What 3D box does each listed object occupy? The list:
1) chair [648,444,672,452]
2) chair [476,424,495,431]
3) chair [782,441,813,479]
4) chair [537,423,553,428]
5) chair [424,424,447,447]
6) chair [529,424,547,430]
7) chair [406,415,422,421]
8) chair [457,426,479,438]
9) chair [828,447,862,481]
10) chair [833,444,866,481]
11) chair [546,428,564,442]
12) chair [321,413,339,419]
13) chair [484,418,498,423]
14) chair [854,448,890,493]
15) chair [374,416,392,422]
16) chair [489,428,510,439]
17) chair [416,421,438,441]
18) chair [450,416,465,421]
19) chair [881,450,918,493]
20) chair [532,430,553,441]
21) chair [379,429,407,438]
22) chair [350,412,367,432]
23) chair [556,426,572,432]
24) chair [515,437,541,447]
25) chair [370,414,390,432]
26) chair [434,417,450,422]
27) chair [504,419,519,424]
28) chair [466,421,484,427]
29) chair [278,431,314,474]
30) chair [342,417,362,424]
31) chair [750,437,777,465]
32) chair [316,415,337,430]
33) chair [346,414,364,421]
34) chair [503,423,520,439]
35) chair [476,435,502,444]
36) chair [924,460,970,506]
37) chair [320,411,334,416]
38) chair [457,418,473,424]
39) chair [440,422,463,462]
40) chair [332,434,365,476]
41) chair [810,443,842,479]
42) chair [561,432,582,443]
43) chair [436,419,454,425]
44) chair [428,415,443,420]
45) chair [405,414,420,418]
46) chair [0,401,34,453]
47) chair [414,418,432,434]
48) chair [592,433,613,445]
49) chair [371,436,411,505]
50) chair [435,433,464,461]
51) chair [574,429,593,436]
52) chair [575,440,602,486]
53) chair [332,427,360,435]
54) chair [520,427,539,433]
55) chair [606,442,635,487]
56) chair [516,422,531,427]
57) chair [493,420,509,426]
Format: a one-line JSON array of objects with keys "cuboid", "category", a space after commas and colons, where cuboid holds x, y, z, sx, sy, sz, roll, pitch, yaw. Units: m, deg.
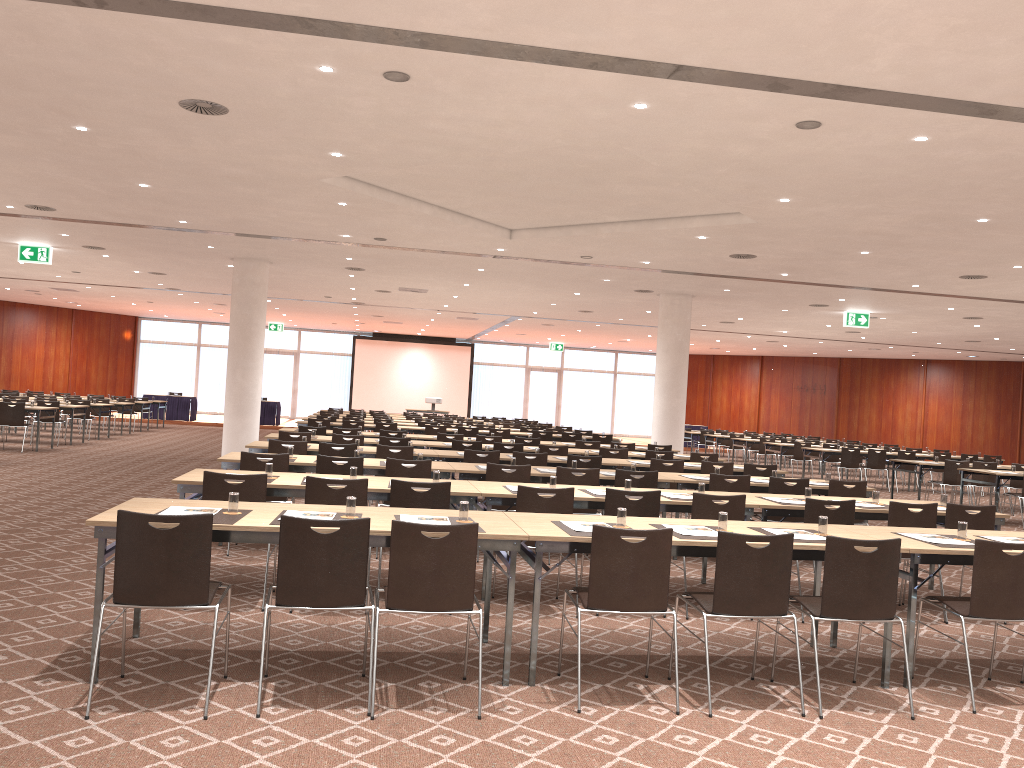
[{"cuboid": [2.448, 1.493, 15.192, 0.536, 0.939, 0.613, 4, 0, -12], "category": "chair"}, {"cuboid": [-0.651, 1.389, 20.331, 0.536, 0.939, 0.613, 4, 0, -12], "category": "chair"}, {"cuboid": [6.985, 1.867, 21.615, 0.536, 0.939, 0.614, 3, 0, -8], "category": "chair"}, {"cuboid": [0.852, 1.546, 24.557, 0.536, 0.939, 0.614, 3, 0, -8], "category": "chair"}, {"cuboid": [-1.588, 1.298, 18.106, 0.536, 0.939, 0.614, 3, 0, -9], "category": "chair"}, {"cuboid": [0.613, 1.499, 22.490, 0.536, 0.939, 0.614, 3, 0, -7], "category": "chair"}, {"cuboid": [-2.672, 1.326, 23.972, 0.536, 0.939, 0.614, 3, 0, -8], "category": "chair"}, {"cuboid": [-0.945, 1.339, 18.255, 0.536, 0.939, 0.613, 4, 0, -10], "category": "chair"}, {"cuboid": [7.348, 1.855, 19.505, 0.536, 0.939, 0.614, 3, 0, -7], "category": "chair"}, {"cuboid": [8.322, 1.949, 21.776, 0.536, 0.939, 0.613, 4, 0, -10], "category": "chair"}, {"cuboid": [0.936, 1.488, 20.551, 0.536, 0.939, 0.613, 4, 0, -10], "category": "chair"}, {"cuboid": [-4.482, 1.182, 21.723, 0.536, 0.939, 0.613, 4, 0, -12], "category": "chair"}, {"cuboid": [-0.664, 1.485, 26.411, 0.536, 0.939, 0.614, 3, 0, -8], "category": "chair"}, {"cuboid": [8.002, 1.897, 19.696, 0.536, 0.939, 0.614, 3, 0, -8], "category": "chair"}, {"cuboid": [-3.209, 1.260, 21.856, 0.536, 0.939, 0.613, 4, 0, -12], "category": "chair"}, {"cuboid": [-0.297, 1.378, 18.284, 0.536, 0.939, 0.614, 3, 0, -8], "category": "chair"}, {"cuboid": [-1.941, 1.307, 20.039, 0.536, 0.939, 0.613, 4, 0, -9], "category": "chair"}, {"cuboid": [-1.647, 1.422, 26.170, 0.536, 0.939, 0.614, 3, 0, -7], "category": "chair"}, {"cuboid": [8.660, 1.937, 19.723, 0.536, 0.939, 0.614, 4, 0, -10], "category": "chair"}, {"cuboid": [0.574, 1.433, 18.464, 0.536, 0.939, 0.614, 4, 0, -11], "category": "chair"}, {"cuboid": [-1.976, 1.218, 14.536, 0.536, 0.939, 0.614, 3, 0, -8], "category": "chair"}, {"cuboid": [-4.159, 1.234, 23.804, 0.536, 0.939, 0.614, 4, 0, -10], "category": "chair"}, {"cuboid": [1.264, 1.540, 22.633, 0.536, 0.939, 0.613, 4, 0, -10], "category": "chair"}, {"cuboid": [0.202, 1.354, 14.897, 0.536, 0.939, 0.613, 4, 0, -12], "category": "chair"}, {"cuboid": [-3.540, 1.272, 23.864, 0.536, 0.939, 0.614, 3, 0, -7], "category": "chair"}, {"cuboid": [-1.954, 1.371, 24.127, 0.536, 0.939, 0.614, 4, 0, -11], "category": "chair"}, {"cuboid": [-0.061, 1.521, 26.433, 0.536, 0.939, 0.614, 3, 0, -9], "category": "chair"}, {"cuboid": [-0.972, 1.400, 22.227, 0.536, 0.939, 0.613, 4, 0, -10], "category": "chair"}, {"cuboid": [-3.032, 1.120, 12.334, 0.536, 0.939, 0.614, 4, 0, -9], "category": "chair"}, {"cuboid": [-3.576, 1.205, 19.768, 0.536, 0.939, 0.614, 3, 0, -7], "category": "chair"}, {"cuboid": [6.703, 1.881, 23.595, 0.536, 0.939, 0.614, 4, 0, -10], "category": "chair"}, {"cuboid": [-4.139, 1.171, 19.710, 0.536, 0.939, 0.614, 3, 0, -9], "category": "chair"}, {"cuboid": [-3.866, 1.220, 21.782, 0.536, 0.939, 0.614, 3, 0, -6], "category": "chair"}, {"cuboid": [-0.055, 1.459, 22.457, 0.536, 0.939, 0.614, 3, 0, -8], "category": "chair"}, {"cuboid": [-0.428, 1.314, 14.750, 0.536, 0.939, 0.614, 4, 0, -10], "category": "chair"}, {"cuboid": [7.907, 1.834, 16.058, 0.536, 0.939, 0.614, 3, 0, -9], "category": "chair"}, {"cuboid": [-4.904, 1.186, 23.602, 0.536, 0.939, 0.614, 3, 0, -8], "category": "chair"}, {"cuboid": [-1.338, 1.411, 24.272, 0.536, 0.939, 0.613, 4, 0, -12], "category": "chair"}, {"cuboid": [-1.380, 1.343, 20.167, 0.536, 0.939, 0.613, 4, 0, -10], "category": "chair"}, {"cuboid": [-2.320, 1.164, 12.409, 0.536, 0.939, 0.613, 4, 0, -11], "category": "chair"}, {"cuboid": [7.676, 1.908, 21.587, 0.536, 0.939, 0.614, 3, 0, -8], "category": "chair"}, {"cuboid": [1.185, 1.471, 18.530, 0.536, 0.939, 0.613, 4, 0, -11], "category": "chair"}, {"cuboid": [-1.720, 1.355, 22.181, 0.536, 0.939, 0.614, 3, 0, -9], "category": "chair"}, {"cuboid": [-2.292, 1.382, 26.098, 0.535, 0.939, 0.614, 3, 0, -7], "category": "chair"}, {"cuboid": [-2.937, 1.343, 26.034, 0.536, 0.939, 0.614, 3, 0, -7], "category": "chair"}, {"cuboid": [-9.434, 0.807, 16.804, 0.536, 0.939, 0.613, 4, 0, -11], "category": "chair"}, {"cuboid": [-2.232, 1.322, 22.053, 0.536, 0.939, 0.614, 3, 0, -8], "category": "chair"}, {"cuboid": [1.852, 1.514, 18.719, 0.536, 0.939, 0.614, 3, 0, -7], "category": "chair"}, {"cuboid": [-1.670, 1.204, 12.482, 0.535, 0.939, 0.614, 3, 0, -7], "category": "chair"}, {"cuboid": [-1.049, 1.275, 14.612, 0.536, 0.939, 0.614, 3, 0, -7], "category": "chair"}, {"cuboid": [1.600, 1.529, 20.626, 0.536, 0.939, 0.614, 3, 0, -8], "category": "chair"}, {"cuboid": [1.217, 1.416, 14.988, 0.536, 0.939, 0.614, 4, 0, -10], "category": "chair"}, {"cuboid": [-2.703, 1.171, 14.338, 0.536, 0.939, 0.613, 4, 0, -11], "category": "chair"}, {"cuboid": [0.343, 1.450, 20.418, 0.536, 0.939, 0.613, 4, 0, -11], "category": "chair"}, {"cuboid": [1.819, 1.455, 15.123, 0.536, 0.939, 0.614, 4, 0, -10], "category": "chair"}, {"cuboid": [0.251, 1.509, 24.492, 0.536, 0.939, 0.613, 4, 0, -12], "category": "chair"}, {"cuboid": [-0.346, 1.471, 24.358, 0.536, 0.939, 0.614, 4, 0, -10], "category": "chair"}]
